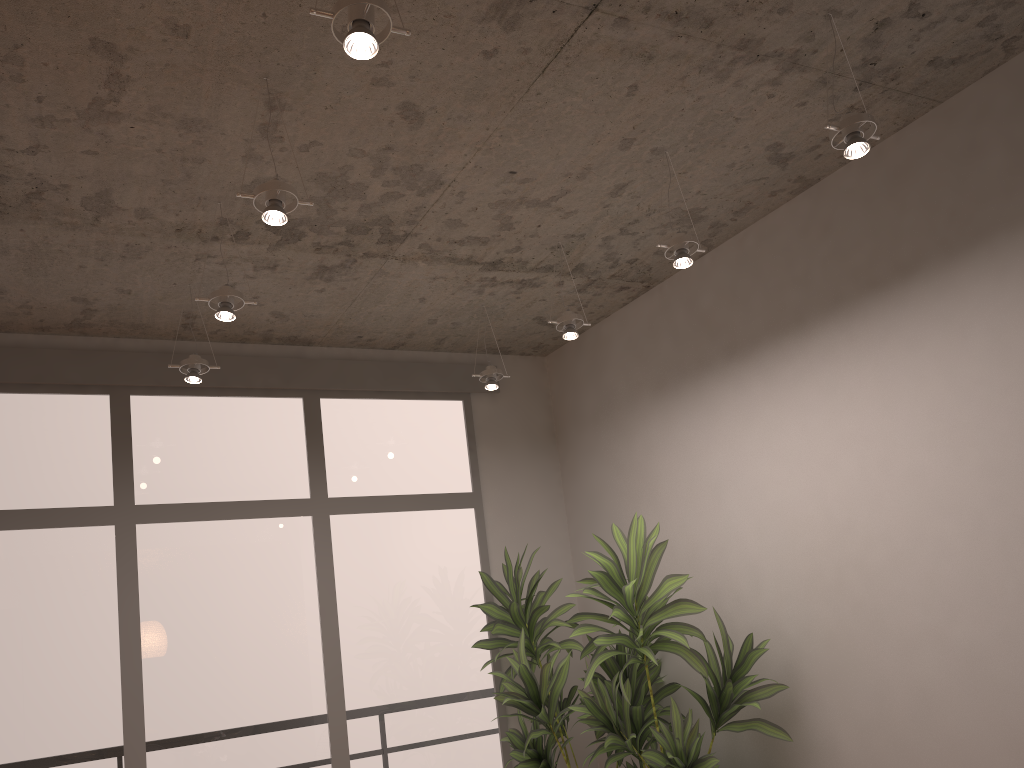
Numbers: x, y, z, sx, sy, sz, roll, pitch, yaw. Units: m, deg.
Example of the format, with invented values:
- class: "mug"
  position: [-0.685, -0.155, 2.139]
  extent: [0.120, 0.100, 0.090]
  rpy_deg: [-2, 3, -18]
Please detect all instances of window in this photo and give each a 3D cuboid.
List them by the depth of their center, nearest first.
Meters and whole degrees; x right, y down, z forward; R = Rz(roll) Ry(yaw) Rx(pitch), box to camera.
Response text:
- class: "window"
  position: [-3.686, 1.370, 3.433]
  extent: [8.534, 3.224, 0.063]
  rpy_deg: [1, -13, -28]

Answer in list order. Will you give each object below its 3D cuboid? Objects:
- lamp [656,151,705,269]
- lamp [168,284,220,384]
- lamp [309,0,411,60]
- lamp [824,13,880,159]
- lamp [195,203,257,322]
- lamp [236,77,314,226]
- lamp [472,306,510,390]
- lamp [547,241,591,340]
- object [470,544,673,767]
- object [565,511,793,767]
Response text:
- class: "lamp"
  position: [0.622, -0.678, 3.380]
  extent: [0.135, 0.474, 0.200]
  rpy_deg: [-12, -12, 28]
- class: "lamp"
  position: [-1.480, -0.240, 4.086]
  extent: [0.135, 0.474, 0.200]
  rpy_deg: [-12, -12, 28]
- class: "lamp"
  position: [-0.348, -0.950, 1.953]
  extent: [0.135, 0.474, 0.200]
  rpy_deg: [-12, -12, 28]
- class: "lamp"
  position: [1.000, -0.914, 2.669]
  extent: [0.135, 0.474, 0.200]
  rpy_deg: [-12, -12, 28]
- class: "lamp"
  position: [-1.103, -0.477, 3.375]
  extent: [0.135, 0.474, 0.200]
  rpy_deg: [-12, -12, 28]
- class: "lamp"
  position: [-0.725, -0.713, 2.664]
  extent: [0.135, 0.474, 0.200]
  rpy_deg: [-12, -12, 28]
- class: "lamp"
  position: [-0.132, -0.205, 4.802]
  extent: [0.135, 0.474, 0.200]
  rpy_deg: [-12, -12, 28]
- class: "lamp"
  position: [0.245, -0.441, 4.091]
  extent: [0.135, 0.474, 0.200]
  rpy_deg: [-12, -12, 28]
- class: "object"
  position: [0.403, 1.862, 4.704]
  extent: [1.077, 2.069, 0.986]
  rpy_deg: [-5, -11, -11]
- class: "object"
  position: [0.727, 1.668, 4.124]
  extent: [0.963, 2.069, 1.103]
  rpy_deg: [-4, -12, -16]
